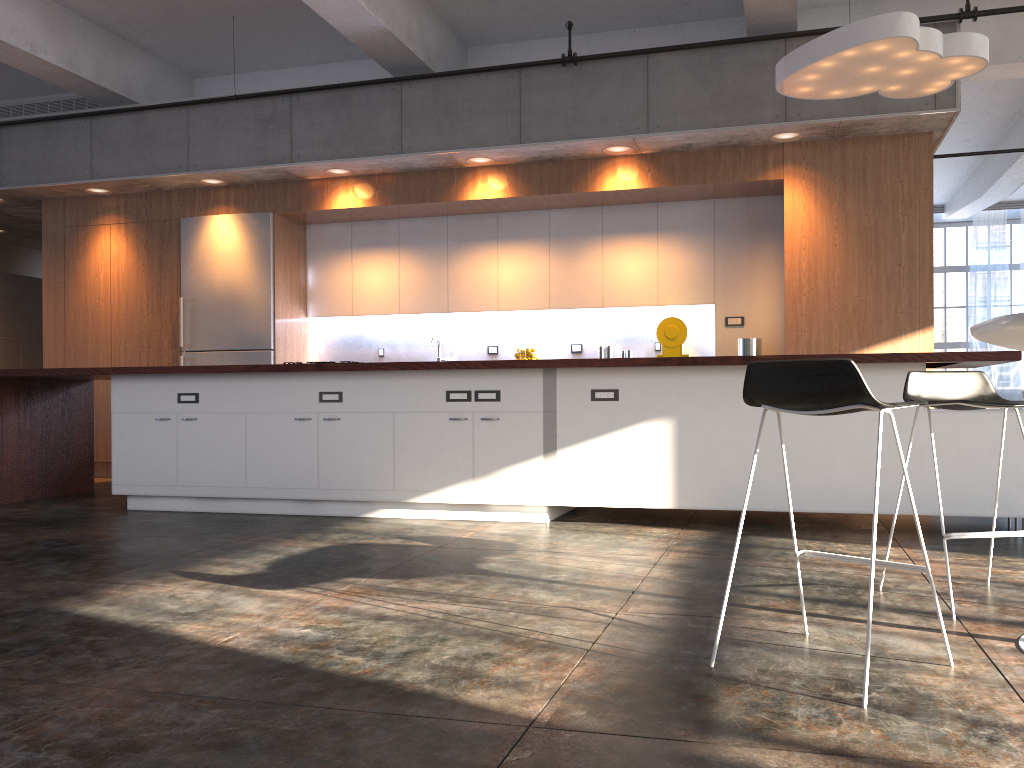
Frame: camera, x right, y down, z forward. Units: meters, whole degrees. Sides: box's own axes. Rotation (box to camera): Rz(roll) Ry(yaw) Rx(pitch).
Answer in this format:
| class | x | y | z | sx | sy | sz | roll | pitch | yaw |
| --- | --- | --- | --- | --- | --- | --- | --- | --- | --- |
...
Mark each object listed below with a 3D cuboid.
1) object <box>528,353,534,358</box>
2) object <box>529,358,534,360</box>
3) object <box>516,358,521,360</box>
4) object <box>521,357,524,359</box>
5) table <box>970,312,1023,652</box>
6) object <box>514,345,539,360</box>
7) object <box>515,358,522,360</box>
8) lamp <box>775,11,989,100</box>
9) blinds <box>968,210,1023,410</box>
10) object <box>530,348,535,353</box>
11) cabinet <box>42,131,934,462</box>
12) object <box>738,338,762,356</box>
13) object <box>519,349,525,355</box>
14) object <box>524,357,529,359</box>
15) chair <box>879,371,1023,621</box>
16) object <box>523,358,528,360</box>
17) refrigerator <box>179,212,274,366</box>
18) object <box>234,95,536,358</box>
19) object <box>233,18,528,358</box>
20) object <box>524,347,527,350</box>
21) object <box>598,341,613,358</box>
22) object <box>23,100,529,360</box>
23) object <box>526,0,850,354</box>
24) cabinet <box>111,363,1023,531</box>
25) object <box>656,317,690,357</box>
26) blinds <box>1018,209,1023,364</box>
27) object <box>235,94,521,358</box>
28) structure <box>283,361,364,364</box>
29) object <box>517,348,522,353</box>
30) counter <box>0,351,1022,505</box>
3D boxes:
| class | x | y | z | sx | sy | sz | roll | pitch | yaw |
| --- | --- | --- | --- | --- | --- | --- | --- | --- | --- |
| object | -4.877 | -1.252 | 10.618 | 11.602 | 2.210 | 0.063 | -1 | 0 | 29 |
| object | 0.176 | -0.207 | 7.826 | 0.053 | 0.057 | 0.058 | 0 | -1 | -37 |
| object | 1.210 | -1.351 | 7.036 | 2.861 | 2.310 | 0.058 | -1 | 0 | 34 |
| object | 0.081 | -0.247 | 7.941 | 0.061 | 0.054 | 0.053 | 0 | 0 | 7 |
| table | 1.760 | 0.293 | 2.464 | 0.820 | 0.951 | 0.837 | 0 | 0 | 16 |
| object | -5.432 | 0.355 | 11.007 | 12.967 | 1.214 | 0.965 | -1 | 0 | 26 |
| object | 0.059 | -0.220 | 7.880 | 0.062 | 0.053 | 0.052 | 0 | 0 | -2 |
| lamp | 2.209 | -1.906 | 5.329 | 1.098 | 0.130 | 0.990 | 0 | -1 | -28 |
| blinds | 7.912 | -1.244 | 14.535 | 0.685 | 3.559 | 0.886 | 0 | 0 | 15 |
| object | 0.182 | -0.297 | 7.847 | 0.053 | 0.051 | 0.063 | 0 | -1 | 9 |
| cabinet | -0.377 | -0.550 | 8.783 | 8.020 | 2.562 | 2.405 | -1 | 0 | 15 |
| object | 1.926 | -0.281 | 7.174 | 0.194 | 0.170 | 0.187 | 0 | -1 | -25 |
| object | -3.279 | -1.312 | 8.210 | 6.836 | 2.169 | 0.053 | 0 | 0 | 7 |
| object | 0.139 | -0.237 | 7.922 | 0.064 | 0.053 | 0.050 | 0 | -1 | -31 |
| chair | 1.637 | 0.396 | 3.150 | 0.466 | 0.895 | 0.502 | 0 | 0 | -7 |
| object | 0.118 | -0.200 | 7.821 | 0.053 | 0.053 | 0.061 | 0 | -1 | 4 |
| refrigerator | -2.608 | -0.449 | 8.187 | 0.948 | 2.191 | 0.221 | 0 | 0 | 12 |
| object | 0.181 | -0.252 | 7.868 | 0.061 | 0.053 | 0.053 | -1 | 0 | 23 |
| object | 0.129 | -0.255 | 7.845 | 0.052 | 0.053 | 0.062 | 0 | -1 | -36 |
| object | -4.707 | -1.313 | 8.622 | 9.841 | 2.165 | 0.059 | 0 | 0 | 9 |
| object | 0.832 | -0.282 | 7.880 | 0.143 | 0.209 | 0.060 | 0 | 0 | 15 |
| object | -2.666 | -1.578 | 8.689 | 5.886 | 2.868 | 0.059 | -1 | 0 | 16 |
| object | 0.142 | -0.293 | 7.811 | 0.051 | 0.060 | 0.058 | -1 | 0 | 39 |
| cabinet | 0.129 | 0.385 | 5.675 | 5.588 | 0.930 | 0.932 | -1 | 0 | 15 |
| object | 1.357 | -0.372 | 7.464 | 0.271 | 0.381 | 0.100 | 0 | 0 | 15 |
| blinds | 8.734 | -1.292 | 14.171 | 1.046 | 3.501 | 1.010 | 0 | 0 | 16 |
| object | -1.123 | -1.335 | 7.638 | 2.430 | 2.228 | 0.053 | 0 | 0 | -9 |
| structure | -1.286 | -0.114 | 6.283 | 0.633 | 0.072 | 0.517 | -1 | -1 | 16 |
| object | 0.072 | -0.296 | 7.923 | 0.060 | 0.060 | 0.049 | 0 | 0 | -39 |
| counter | -0.453 | 0.362 | 5.842 | 6.584 | 0.971 | 1.154 | -1 | -1 | 15 |
